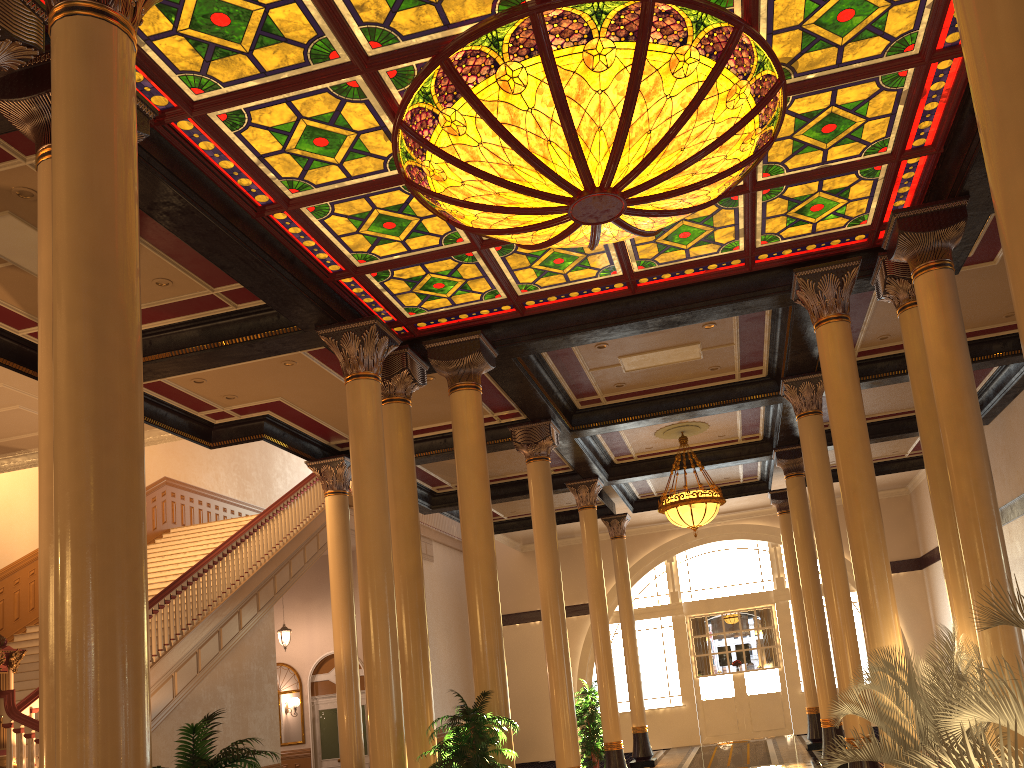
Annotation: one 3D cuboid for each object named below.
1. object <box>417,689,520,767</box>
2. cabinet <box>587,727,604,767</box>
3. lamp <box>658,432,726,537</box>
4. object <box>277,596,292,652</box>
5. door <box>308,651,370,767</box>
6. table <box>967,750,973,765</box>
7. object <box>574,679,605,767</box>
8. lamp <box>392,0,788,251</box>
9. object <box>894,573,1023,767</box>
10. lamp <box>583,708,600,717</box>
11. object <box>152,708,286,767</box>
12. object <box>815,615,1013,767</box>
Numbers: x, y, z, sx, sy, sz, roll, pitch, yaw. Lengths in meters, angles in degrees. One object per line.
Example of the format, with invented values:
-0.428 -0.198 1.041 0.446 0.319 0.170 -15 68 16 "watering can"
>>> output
-0.365 3.953 8.232 1.114 2.086 1.036 0 -13 -29 "object"
1.870 7.538 17.673 0.529 1.088 0.976 -9 -14 12 "cabinet"
3.079 1.750 15.120 1.182 1.849 1.239 -8 -13 6 "lamp"
-4.363 0.622 4.600 0.674 4.143 30.927 -6 -19 -5 "object"
-3.877 7.788 19.754 1.459 3.374 0.209 -8 -10 10 "door"
6.160 5.156 11.519 0.689 0.518 1.286 -18 -21 36 "table"
1.538 6.715 16.677 1.114 2.086 1.036 0 -13 -29 "object"
0.620 -1.610 6.649 2.966 0.583 3.147 -10 -19 9 "lamp"
2.280 1.815 3.270 1.801 2.203 2.173 -10 -15 14 "object"
1.602 6.753 17.583 0.439 0.430 0.423 3 -17 -32 "lamp"
-1.428 2.664 4.217 1.035 2.086 1.116 -6 -12 0 "object"
3.734 3.070 7.287 2.052 2.189 1.880 -6 -14 0 "object"
